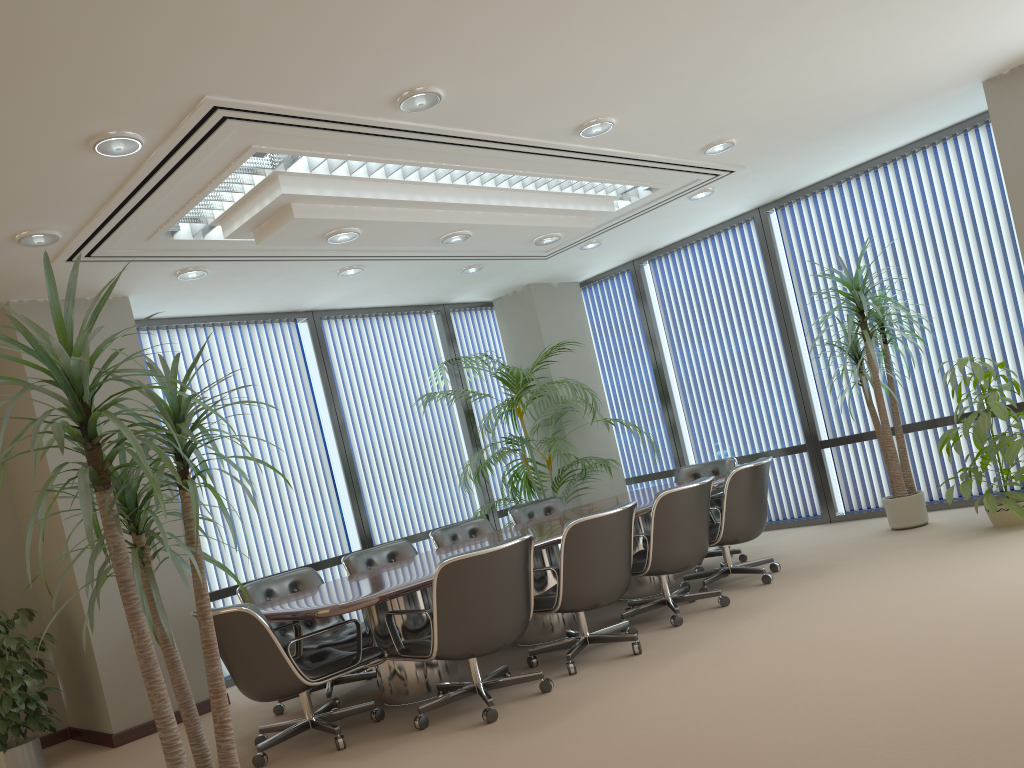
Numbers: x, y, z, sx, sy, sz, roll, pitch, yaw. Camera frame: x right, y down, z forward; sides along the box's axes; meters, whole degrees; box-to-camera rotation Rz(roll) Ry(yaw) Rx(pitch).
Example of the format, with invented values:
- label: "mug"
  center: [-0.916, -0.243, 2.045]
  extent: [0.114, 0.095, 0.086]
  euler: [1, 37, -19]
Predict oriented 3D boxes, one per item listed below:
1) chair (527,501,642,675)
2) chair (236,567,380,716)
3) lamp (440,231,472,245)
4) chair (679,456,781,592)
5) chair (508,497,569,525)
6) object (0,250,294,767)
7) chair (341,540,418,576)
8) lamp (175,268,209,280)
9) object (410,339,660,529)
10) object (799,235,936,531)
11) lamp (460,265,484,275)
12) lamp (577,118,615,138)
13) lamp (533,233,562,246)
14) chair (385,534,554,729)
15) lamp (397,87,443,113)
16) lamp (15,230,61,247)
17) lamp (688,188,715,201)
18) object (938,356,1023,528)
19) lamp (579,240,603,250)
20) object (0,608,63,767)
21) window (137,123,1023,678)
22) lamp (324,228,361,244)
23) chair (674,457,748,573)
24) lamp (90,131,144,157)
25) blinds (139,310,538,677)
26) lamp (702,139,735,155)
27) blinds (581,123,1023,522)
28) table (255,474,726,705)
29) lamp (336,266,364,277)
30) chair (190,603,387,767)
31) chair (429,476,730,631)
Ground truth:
- label: "chair"
  center: [0.408, 1.203, 5.268]
  extent: [0.750, 0.858, 0.864]
  euler: [-12, -3, -44]
- label: "chair"
  center: [-1.292, 1.658, 5.858]
  extent: [0.863, 0.858, 0.750]
  euler: [-15, -3, 40]
- label: "lamp"
  center: [-0.387, -1.008, 6.122]
  extent: [0.223, 0.035, 0.227]
  euler: [-11, -5, -20]
- label: "chair"
  center: [1.552, 1.043, 6.456]
  extent: [0.863, 0.859, 0.726]
  euler: [-15, -2, 40]
- label: "chair"
  center: [0.492, 1.399, 7.620]
  extent: [0.750, 0.858, 0.864]
  euler: [-12, -3, -40]
- label: "object"
  center: [-1.015, 0.586, 2.499]
  extent: [0.812, 1.832, 0.811]
  euler: [-13, 0, 21]
- label: "chair"
  center: [-0.724, 1.581, 6.476]
  extent: [0.750, 0.858, 0.864]
  euler: [-12, -3, -45]
- label: "lamp"
  center: [-2.232, -0.763, 6.153]
  extent: [0.223, 0.035, 0.228]
  euler: [-11, -6, -27]
- label: "object"
  center: [0.216, 0.730, 8.744]
  extent: [2.148, 2.478, 2.110]
  euler: [-12, -2, -24]
- label: "object"
  center: [2.952, 0.028, 7.065]
  extent: [1.026, 2.314, 1.023]
  euler: [-13, 0, 21]
- label: "lamp"
  center: [-0.360, -1.034, 8.004]
  extent: [0.223, 0.035, 0.227]
  euler: [-11, -5, -20]
- label: "lamp"
  center: [0.495, -1.496, 5.168]
  extent: [0.223, 0.035, 0.227]
  euler: [-11, -5, -20]
- label: "lamp"
  center: [0.274, -1.104, 6.776]
  extent: [0.223, 0.035, 0.227]
  euler: [-11, -5, -20]
- label: "chair"
  center: [-0.238, 1.302, 4.690]
  extent: [0.745, 0.858, 0.868]
  euler: [-12, -3, -41]
- label: "lamp"
  center: [-0.441, -1.360, 4.243]
  extent: [0.228, 0.035, 0.223]
  euler: [-17, -6, 35]
- label: "lamp"
  center: [-2.604, -0.795, 4.852]
  extent: [0.223, 0.035, 0.228]
  euler: [-11, -6, -27]
- label: "lamp"
  center: [1.560, -1.555, 7.261]
  extent: [0.228, 0.035, 0.223]
  euler: [-17, -6, 35]
- label: "object"
  center: [3.486, 0.412, 6.213]
  extent: [0.986, 1.313, 0.851]
  euler: [-14, -1, 16]
- label: "lamp"
  center: [0.728, -1.277, 8.148]
  extent: [0.223, 0.035, 0.228]
  euler: [-10, -6, -34]
- label: "object"
  center: [-3.307, 1.997, 5.676]
  extent: [0.732, 1.093, 0.803]
  euler: [-13, -1, -13]
- label: "window"
  center: [0.699, 0.326, 8.676]
  extent: [7.376, 2.913, 3.539]
  euler: [-13, -3, 1]
- label: "lamp"
  center: [-1.048, -0.912, 5.468]
  extent: [0.223, 0.035, 0.228]
  euler: [-11, -6, -27]
- label: "chair"
  center: [1.587, 1.134, 7.537]
  extent: [0.843, 0.858, 0.769]
  euler: [-11, -3, -44]
- label: "lamp"
  center: [-1.773, -1.072, 3.964]
  extent: [0.223, 0.035, 0.228]
  euler: [-9, -7, -41]
- label: "blinds"
  center: [-1.156, 0.758, 8.695]
  extent: [4.842, 2.907, 0.032]
  euler: [-10, -2, -44]
- label: "lamp"
  center: [1.430, -1.631, 6.094]
  extent: [0.223, 0.035, 0.227]
  euler: [-11, -5, -20]
- label: "blinds"
  center: [2.495, -0.111, 8.598]
  extent: [0.050, 2.907, 4.997]
  euler: [-14, -2, -45]
- label: "table"
  center: [0.179, 1.396, 6.178]
  extent: [4.026, 0.749, 1.528]
  euler: [-8, -6, -44]
- label: "lamp"
  center: [-1.296, -0.898, 7.078]
  extent: [0.223, 0.035, 0.227]
  euler: [-11, -5, -20]
- label: "chair"
  center: [-1.193, 1.536, 4.788]
  extent: [0.843, 0.858, 0.769]
  euler: [-11, -3, -44]
- label: "chair"
  center: [0.436, 1.306, 6.460]
  extent: [0.750, 0.857, 2.562]
  euler: [-12, -4, -45]
